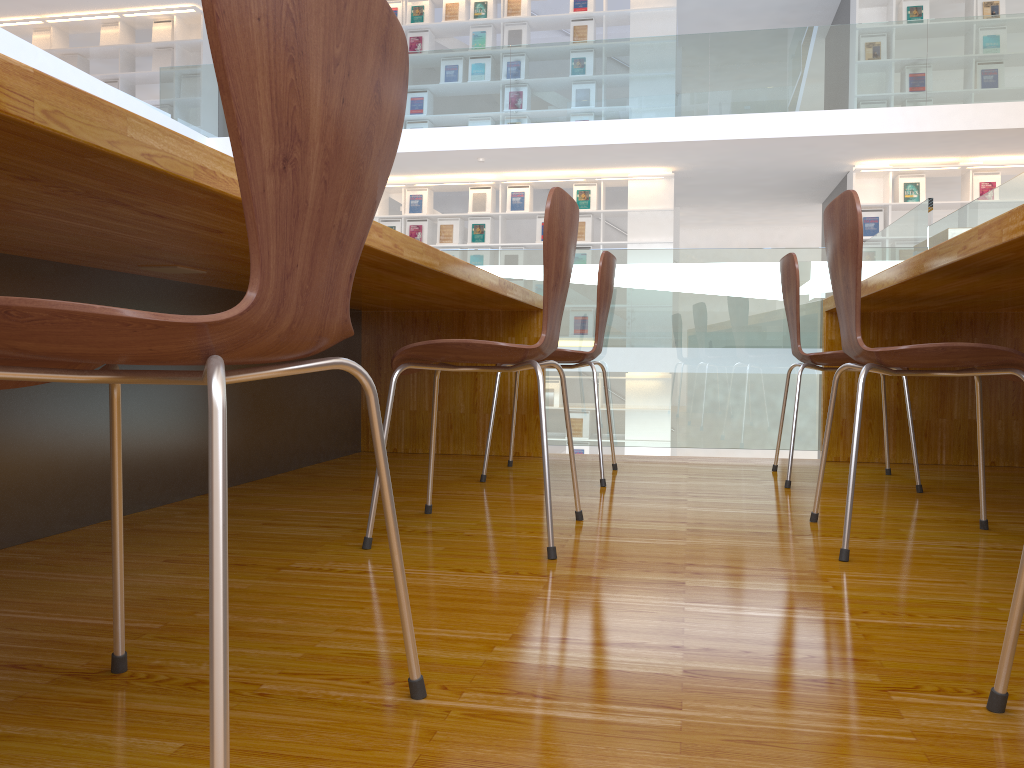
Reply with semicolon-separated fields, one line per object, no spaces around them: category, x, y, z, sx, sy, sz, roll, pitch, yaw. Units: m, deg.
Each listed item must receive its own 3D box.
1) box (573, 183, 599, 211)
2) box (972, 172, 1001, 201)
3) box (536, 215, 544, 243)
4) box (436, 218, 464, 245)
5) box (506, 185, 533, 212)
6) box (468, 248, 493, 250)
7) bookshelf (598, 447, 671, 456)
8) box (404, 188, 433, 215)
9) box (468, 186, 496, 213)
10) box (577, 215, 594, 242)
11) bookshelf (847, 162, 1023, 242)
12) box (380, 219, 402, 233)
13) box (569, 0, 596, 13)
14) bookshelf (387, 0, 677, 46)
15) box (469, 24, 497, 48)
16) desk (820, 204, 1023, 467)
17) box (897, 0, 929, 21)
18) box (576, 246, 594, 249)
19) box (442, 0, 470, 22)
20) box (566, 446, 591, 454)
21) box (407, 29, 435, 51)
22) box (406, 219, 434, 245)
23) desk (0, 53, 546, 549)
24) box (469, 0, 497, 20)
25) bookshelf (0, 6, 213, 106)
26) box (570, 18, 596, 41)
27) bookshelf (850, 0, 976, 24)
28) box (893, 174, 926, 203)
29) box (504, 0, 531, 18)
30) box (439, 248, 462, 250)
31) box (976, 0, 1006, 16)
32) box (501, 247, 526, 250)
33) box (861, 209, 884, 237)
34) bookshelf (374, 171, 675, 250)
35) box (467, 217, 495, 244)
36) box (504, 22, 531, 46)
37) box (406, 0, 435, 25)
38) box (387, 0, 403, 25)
box;0.781;-1.961;9.389;0.245;0.296;0.274;1;2;11
box;4.619;-1.909;8.678;0.245;0.296;0.274;1;2;11
box;0.397;-1.641;9.475;0.245;0.296;0.274;1;2;11
box;-0.674;-1.653;9.690;0.245;0.296;0.274;1;2;11
box;0.084;-1.971;9.530;0.245;0.296;0.274;1;2;11
box;-0.343;-1.319;9.631;0.245;0.296;0.274;1;2;11
bookshelf;-0.128;0.757;9.687;3.666;1.836;0.397;1;2;11
box;-1.022;-1.987;9.752;0.245;0.296;0.274;1;2;11
box;-0.326;-1.977;9.612;0.245;0.296;0.274;1;2;11
box;0.730;-1.633;9.408;0.245;0.296;0.274;1;2;11
bookshelf;4.843;-1.232;8.582;2.984;1.836;0.498;1;2;11
box;-1.323;-1.663;9.821;0.245;0.296;0.274;1;2;11
box;0.745;-4.008;9.347;0.245;0.296;0.274;1;2;11
bookshelf;-0.101;-3.348;9.531;3.666;1.836;0.498;1;2;11
box;-0.317;-3.694;9.569;0.245;0.296;0.274;1;2;11
desk;1.208;0.029;1.624;0.760;0.606;3.356;1;2;11
box;3.972;-3.637;8.770;0.245;0.296;0.274;1;2;11
box;0.729;-1.305;9.416;0.245;0.296;0.274;1;2;11
box;-0.608;-4.027;9.620;0.245;0.296;0.274;1;2;11
box;0.710;0.756;9.469;0.245;0.296;0.274;1;2;11
box;-1.004;-3.704;9.720;0.245;0.296;0.274;1;2;11
box;-1.022;-1.658;9.773;0.245;0.296;0.274;1;2;11
desk;-0.802;0.210;1.944;1.248;1.022;3.216;1;2;11
box;-0.307;-4.023;9.559;0.245;0.296;0.274;1;2;11
bookshelf;-4.971;-3.418;10.508;2.984;1.836;0.498;1;2;11
box;0.749;-3.679;9.354;0.245;0.296;0.274;1;2;11
bookshelf;4.861;-3.278;8.529;2.984;1.836;0.498;1;2;11
box;3.955;-1.917;8.815;0.245;0.296;0.274;1;2;11
box;0.059;-4.018;9.485;0.245;0.296;0.274;1;2;11
box;-0.675;-1.325;9.698;0.245;0.296;0.274;1;2;11
box;4.639;-3.625;8.635;0.245;0.296;0.274;1;2;11
box;0.019;-1.314;9.559;0.245;0.296;0.274;1;2;11
box;3.579;-1.595;8.898;0.245;0.296;0.274;1;2;11
bookshelf;-0.120;-1.302;9.584;3.666;1.836;0.498;1;2;11
box;-0.335;-1.648;9.622;0.245;0.296;0.274;1;2;11
box;0.053;-3.688;9.494;0.245;0.296;0.274;1;2;11
box;-1.003;-4.033;9.699;0.245;0.296;0.274;1;2;11
box;-1.304;-4.035;9.760;0.245;0.296;0.274;1;2;11
